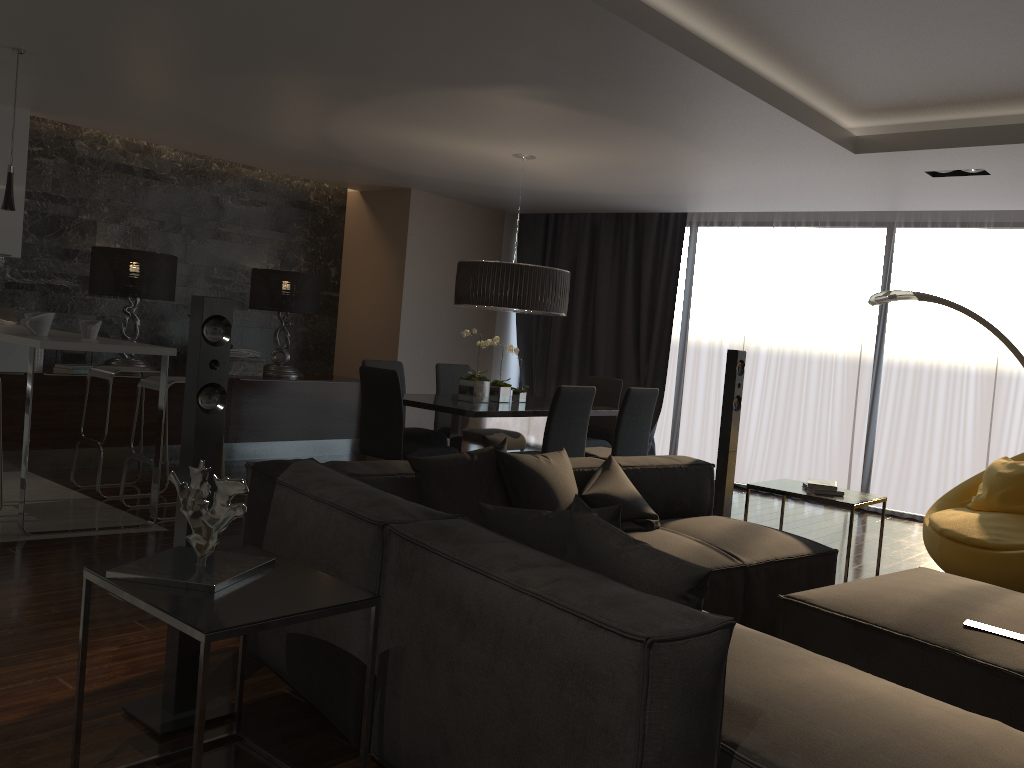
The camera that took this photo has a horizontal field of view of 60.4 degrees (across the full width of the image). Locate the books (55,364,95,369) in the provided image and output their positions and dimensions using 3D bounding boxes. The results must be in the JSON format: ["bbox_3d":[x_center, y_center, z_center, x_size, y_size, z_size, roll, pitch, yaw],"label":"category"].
[{"bbox_3d":[-3.124,-0.125,6.322,0.161,0.024,0.235,6,3,21],"label":"books"}]

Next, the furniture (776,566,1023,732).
[{"bbox_3d":[1.686,0.993,3.179,1.157,0.439,1.036,3,4,-39],"label":"furniture"}]

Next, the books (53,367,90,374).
[{"bbox_3d":[-3.129,-0.097,6.333,0.174,0.034,0.251,6,3,20],"label":"books"}]

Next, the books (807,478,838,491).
[{"bbox_3d":[1.651,0.534,4.680,0.151,0.022,0.211,6,3,18],"label":"books"}]

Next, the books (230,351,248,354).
[{"bbox_3d":[-2.396,-0.278,7.544,0.257,0.011,0.314,5,3,-7],"label":"books"}]

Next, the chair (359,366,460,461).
[{"bbox_3d":[-0.674,0.386,5.628,0.405,0.964,0.603,7,3,41],"label":"chair"}]

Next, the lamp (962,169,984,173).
[{"bbox_3d":[2.860,-1.356,5.455,0.186,0.077,0.168,3,4,-37],"label":"lamp"}]

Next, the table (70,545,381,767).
[{"bbox_3d":[-0.721,0.771,2.202,0.569,0.562,0.475,7,3,41],"label":"table"}]

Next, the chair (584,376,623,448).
[{"bbox_3d":[0.529,0.422,6.960,0.405,0.964,0.603,7,3,41],"label":"chair"}]

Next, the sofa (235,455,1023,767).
[{"bbox_3d":[0.696,0.776,3.124,2.621,0.703,2.590,3,4,-39],"label":"sofa"}]

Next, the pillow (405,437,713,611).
[{"bbox_3d":[0.066,0.464,3.130,1.051,0.430,2.113,5,3,5],"label":"pillow"}]

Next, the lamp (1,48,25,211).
[{"bbox_3d":[-2.634,-1.340,4.646,0.055,0.845,0.061,7,3,41],"label":"lamp"}]

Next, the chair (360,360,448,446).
[{"bbox_3d":[-0.812,0.330,6.414,0.542,0.964,0.451,7,3,41],"label":"chair"}]

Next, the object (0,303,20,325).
[{"bbox_3d":[-3.645,-0.577,6.043,0.437,0.298,0.545,3,4,-37],"label":"object"}]

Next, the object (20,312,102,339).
[{"bbox_3d":[-2.505,-0.326,4.882,0.178,0.133,0.461,8,4,42],"label":"object"}]

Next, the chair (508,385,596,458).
[{"bbox_3d":[0.167,0.465,5.583,0.542,0.964,0.451,7,3,41],"label":"chair"}]

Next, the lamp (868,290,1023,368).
[{"bbox_3d":[4.382,0.437,5.588,4.106,1.778,0.600,6,2,18],"label":"lamp"}]

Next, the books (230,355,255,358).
[{"bbox_3d":[-2.386,-0.245,7.553,0.255,0.011,0.317,5,3,-2],"label":"books"}]

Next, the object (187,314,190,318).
[{"bbox_3d":[-2.609,-0.331,7.328,0.210,0.485,0.207,5,2,-2],"label":"object"}]

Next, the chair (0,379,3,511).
[{"bbox_3d":[-3.044,0.302,4.738,0.398,0.799,0.454,7,3,41],"label":"chair"}]

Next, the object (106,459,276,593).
[{"bbox_3d":[-0.798,0.335,2.244,0.280,0.287,0.290,6,3,11],"label":"object"}]

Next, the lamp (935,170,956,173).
[{"bbox_3d":[2.730,-1.374,5.565,0.168,0.077,0.186,7,4,36],"label":"lamp"}]

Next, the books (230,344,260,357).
[{"bbox_3d":[-2.377,-0.293,7.624,0.288,0.109,0.305,3,4,-39],"label":"books"}]

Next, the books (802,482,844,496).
[{"bbox_3d":[1.648,0.557,4.666,0.163,0.023,0.231,5,3,1],"label":"books"}]

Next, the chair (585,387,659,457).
[{"bbox_3d":[0.656,0.479,6.138,0.542,0.964,0.451,7,3,41],"label":"chair"}]

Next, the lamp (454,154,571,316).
[{"bbox_3d":[0.038,-1.068,6.224,0.838,1.102,0.771,4,3,-25],"label":"lamp"}]

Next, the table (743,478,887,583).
[{"bbox_3d":[1.600,0.845,4.694,0.569,0.562,0.475,7,3,41],"label":"table"}]

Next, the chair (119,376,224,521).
[{"bbox_3d":[-2.013,0.367,5.272,0.398,0.799,0.454,7,3,41],"label":"chair"}]

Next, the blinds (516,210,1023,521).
[{"bbox_3d":[2.929,-0.346,7.440,7.138,2.892,0.785,7,3,32],"label":"blinds"}]

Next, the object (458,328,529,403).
[{"bbox_3d":[-0.139,-0.130,6.225,0.294,0.501,0.604,7,3,38],"label":"object"}]

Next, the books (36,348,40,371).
[{"bbox_3d":[-3.379,-0.200,6.221,0.147,0.205,0.022,7,3,40],"label":"books"}]

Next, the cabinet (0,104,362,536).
[{"bbox_3d":[-2.537,-0.499,4.617,4.216,2.498,7.293,8,4,41],"label":"cabinet"}]

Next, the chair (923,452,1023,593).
[{"bbox_3d":[3.022,0.733,5.044,1.123,1.005,1.537,5,3,8],"label":"chair"}]

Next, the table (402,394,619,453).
[{"bbox_3d":[-0.078,0.507,6.281,0.986,0.759,1.688,7,4,41],"label":"table"}]

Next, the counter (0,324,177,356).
[{"bbox_3d":[-4.199,-0.345,4.019,2.552,0.041,4.247,8,4,41],"label":"counter"}]

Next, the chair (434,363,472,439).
[{"bbox_3d":[-0.323,0.344,6.968,0.542,0.964,0.451,7,3,41],"label":"chair"}]

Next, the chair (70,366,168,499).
[{"bbox_3d":[-2.520,0.297,5.703,0.398,0.799,0.454,7,3,41],"label":"chair"}]

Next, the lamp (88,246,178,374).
[{"bbox_3d":[-2.964,-0.564,6.851,0.565,0.933,0.620,6,3,31],"label":"lamp"}]

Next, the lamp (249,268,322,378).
[{"bbox_3d":[-2.050,-0.538,7.890,0.617,0.933,0.569,4,3,-23],"label":"lamp"}]

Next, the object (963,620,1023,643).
[{"bbox_3d":[1.569,0.799,2.841,0.197,0.015,0.054,8,4,40],"label":"object"}]

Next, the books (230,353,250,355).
[{"bbox_3d":[-2.393,-0.267,7.553,0.259,0.011,0.311,5,3,-12],"label":"books"}]

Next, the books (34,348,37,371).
[{"bbox_3d":[-3.392,-0.219,6.202,0.165,0.243,0.020,7,3,40],"label":"books"}]

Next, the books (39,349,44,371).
[{"bbox_3d":[-3.376,-0.220,6.251,0.166,0.243,0.025,7,3,40],"label":"books"}]

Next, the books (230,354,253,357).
[{"bbox_3d":[-2.382,-0.256,7.569,0.259,0.011,0.311,5,3,-12],"label":"books"}]
